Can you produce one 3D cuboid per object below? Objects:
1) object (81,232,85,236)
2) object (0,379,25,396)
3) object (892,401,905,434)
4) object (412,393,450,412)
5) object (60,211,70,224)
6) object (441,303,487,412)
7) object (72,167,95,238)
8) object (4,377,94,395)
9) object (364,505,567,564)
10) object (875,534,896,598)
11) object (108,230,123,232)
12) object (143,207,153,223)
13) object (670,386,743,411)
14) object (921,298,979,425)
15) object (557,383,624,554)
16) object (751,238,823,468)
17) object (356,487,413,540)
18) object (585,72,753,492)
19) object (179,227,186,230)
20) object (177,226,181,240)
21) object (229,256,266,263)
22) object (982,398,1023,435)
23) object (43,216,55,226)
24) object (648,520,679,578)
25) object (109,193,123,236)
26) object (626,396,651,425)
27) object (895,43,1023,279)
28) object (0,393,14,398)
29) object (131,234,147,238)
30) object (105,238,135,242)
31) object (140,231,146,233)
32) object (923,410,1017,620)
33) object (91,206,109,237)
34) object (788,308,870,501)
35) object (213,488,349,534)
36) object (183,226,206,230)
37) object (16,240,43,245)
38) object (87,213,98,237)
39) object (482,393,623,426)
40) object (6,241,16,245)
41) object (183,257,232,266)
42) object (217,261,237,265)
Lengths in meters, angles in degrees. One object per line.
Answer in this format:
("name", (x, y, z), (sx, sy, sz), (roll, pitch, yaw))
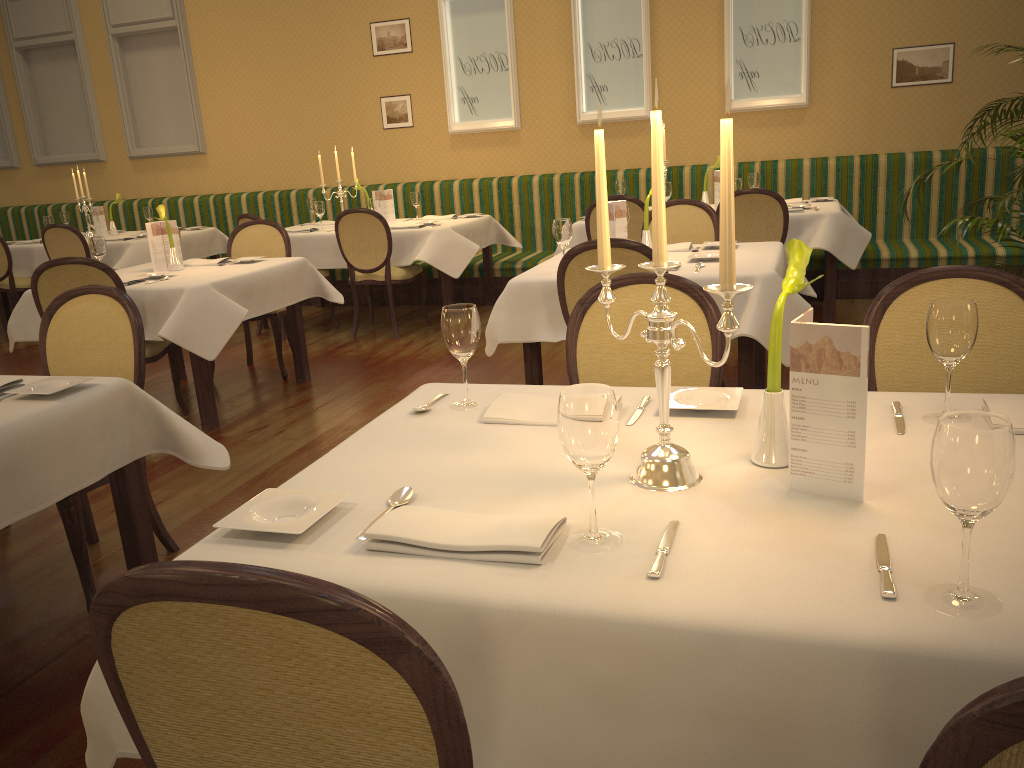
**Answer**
("object", (-4.089, -1.425, 8.433), (0.273, 0.033, 0.142), (1, 16, 19))
("object", (-1.516, 0.015, 2.464), (0.273, 0.033, 0.142), (1, 16, 19))
("object", (0.746, 0.064, 1.709), (0.017, 0.010, 0.185), (1, 16, 20))
("object", (-0.183, 0.040, 2.039), (0.038, 0.015, 0.181), (1, 16, 20))
("object", (-4.284, -1.540, 8.524), (0.088, 0.229, 0.088), (-10, 16, -22))
("object", (-0.108, -0.060, 1.978), (0.088, 0.229, 0.088), (-10, 16, -22))
("object", (-3.911, -1.669, 8.100), (0.390, 0.655, 0.131), (8, 19, 37))
("object", (-1.251, 0.014, 2.406), (0.160, 0.024, 0.160), (1, 16, 19))
("object", (-0.068, 0.218, 1.330), (0.273, 0.033, 0.142), (1, 16, 19))
("object", (0.486, 0.233, 1.161), (0.017, 0.010, 0.185), (1, 16, 19))
("object", (-3.776, -1.441, 8.416), (0.160, 0.024, 0.160), (1, 16, 19))
("object", (-3.356, -1.522, 8.207), (0.088, 0.229, 0.088), (-10, 16, -22))
("object", (0.400, 0.039, 1.869), (0.160, 0.024, 0.160), (1, 16, 19))
("object", (0.820, -0.042, 1.661), (0.088, 0.229, 0.088), (-10, 16, -22))
("object", (0.112, 0.118, 1.263), (0.088, 0.229, 0.088), (-10, 16, -22))
("object", (0.470, -0.056, 1.528), (0.076, 0.375, 0.163), (9, 20, 39))
("object", (-0.206, 0.207, 1.433), (0.038, 0.015, 0.181), (1, 16, 20))
("object", (0.239, -0.151, 1.423), (0.131, 0.655, 0.390), (-8, 16, -14))
("object", (-3.158, -1.418, 8.158), (0.273, 0.033, 0.142), (1, 16, 19))
("object", (-2.010, -0.823, 5.286), (0.088, 0.229, 0.088), (-12, 17, -28))
("object", (-1.547, -0.721, 5.179), (0.160, 0.024, 0.160), (1, 16, 19))
("object", (1.018, 0.062, 1.611), (0.273, 0.033, 0.142), (1, 16, 19))
("object", (-4.064, -1.362, 7.810), (0.088, 0.229, 0.088), (-10, 16, -22))
("object", (0.215, 0.228, 1.252), (0.017, 0.010, 0.185), (1, 16, 19))
("object", (-3.624, -1.550, 8.103), (0.163, 0.375, 0.076), (-4, 15, 1))
("object", (0.268, 0.055, 1.869), (0.017, 0.010, 0.185), (1, 16, 20))
("object", (2.930, -1.034, 4.637), (1.552, 1.807, 1.496), (-4, 15, 0))
("object", (-1.363, 0.028, 2.398), (0.038, 0.015, 0.181), (1, 16, 20))
("object", (-3.202, -1.278, 7.666), (0.160, 0.024, 0.160), (1, 16, 19))
("object", (-3.360, -1.228, 7.528), (0.273, 0.024, 0.142), (1, 16, 19))
("object", (-3.430, -1.416, 8.255), (0.017, 0.010, 0.185), (1, 16, 20))
("object", (0.532, 0.150, 1.033), (0.088, 0.229, 0.088), (-10, 16, -22))
("object", (-3.702, -1.447, 7.942), (0.081, 0.277, 0.166), (-7, 15, -9))
("object", (0.474, 0.033, 1.395), (0.081, 0.277, 0.166), (-7, 15, -9))
("object", (-0.369, 0.214, 1.437), (0.160, 0.024, 0.160), (1, 16, 19))
("object", (-2.893, -1.419, 8.100), (0.160, 0.024, 0.160), (1, 16, 19))
("object", (-4.244, -1.262, 7.876), (0.273, 0.033, 0.142), (1, 16, 19))
("object", (-3.602, -1.350, 7.644), (0.088, 0.229, 0.088), (-10, 16, -22))
("object", (0.087, 0.055, 1.887), (0.273, 0.033, 0.142), (1, 16, 19))
("object", (-4.545, -1.266, 7.984), (0.160, 0.024, 0.160), (1, 16, 19))
("object", (-1.812, -0.720, 5.236), (0.273, 0.033, 0.142), (1, 16, 19))
("object", (-1.659, -0.706, 5.171), (0.038, 0.015, 0.181), (1, 16, 20))
